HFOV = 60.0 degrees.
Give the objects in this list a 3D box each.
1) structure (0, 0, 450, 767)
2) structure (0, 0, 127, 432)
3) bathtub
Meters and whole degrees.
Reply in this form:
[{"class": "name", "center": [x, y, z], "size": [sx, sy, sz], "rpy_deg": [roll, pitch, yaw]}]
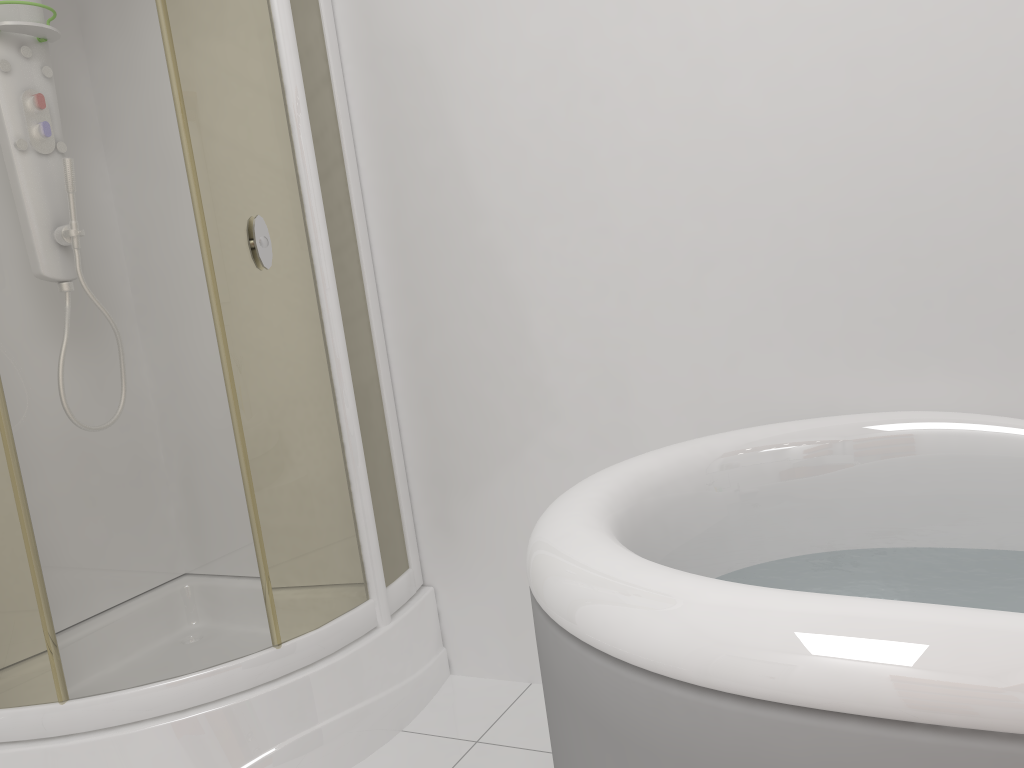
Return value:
[{"class": "structure", "center": [-0.905, -0.239, 1.932], "size": [0.933, 2.234, 0.932], "rpy_deg": [-4, 8, 28]}, {"class": "structure", "center": [-1.005, -0.551, 2.067], "size": [0.358, 1.343, 0.201], "rpy_deg": [-4, 8, 28]}, {"class": "bathtub", "center": [0.942, 0.421, 1.043], "size": [1.863, 0.674, 1.055], "rpy_deg": [-4, 8, 28]}]
